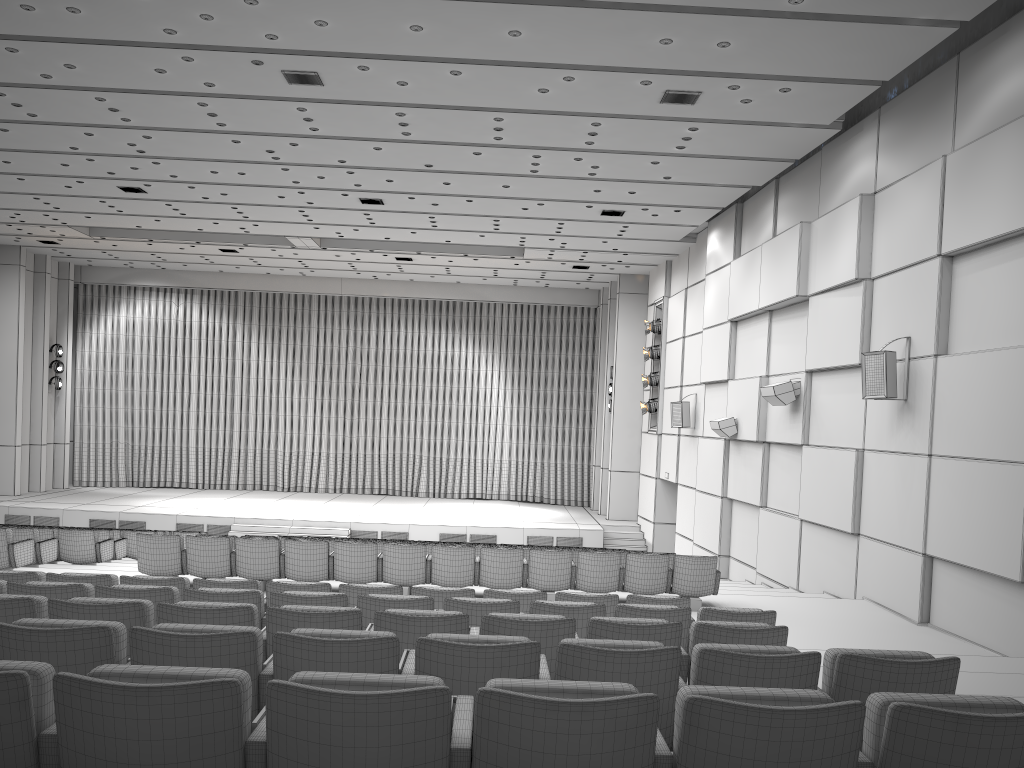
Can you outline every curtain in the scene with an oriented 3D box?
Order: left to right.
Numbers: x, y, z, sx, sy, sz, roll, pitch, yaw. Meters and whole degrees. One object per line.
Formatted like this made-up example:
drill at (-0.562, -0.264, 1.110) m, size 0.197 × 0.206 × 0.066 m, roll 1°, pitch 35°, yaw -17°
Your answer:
curtain at (-5.189, 0.224, 27.585) m, size 16.132 × 6.530 × 1.427 m, roll 2°, pitch 2°, yaw -1°

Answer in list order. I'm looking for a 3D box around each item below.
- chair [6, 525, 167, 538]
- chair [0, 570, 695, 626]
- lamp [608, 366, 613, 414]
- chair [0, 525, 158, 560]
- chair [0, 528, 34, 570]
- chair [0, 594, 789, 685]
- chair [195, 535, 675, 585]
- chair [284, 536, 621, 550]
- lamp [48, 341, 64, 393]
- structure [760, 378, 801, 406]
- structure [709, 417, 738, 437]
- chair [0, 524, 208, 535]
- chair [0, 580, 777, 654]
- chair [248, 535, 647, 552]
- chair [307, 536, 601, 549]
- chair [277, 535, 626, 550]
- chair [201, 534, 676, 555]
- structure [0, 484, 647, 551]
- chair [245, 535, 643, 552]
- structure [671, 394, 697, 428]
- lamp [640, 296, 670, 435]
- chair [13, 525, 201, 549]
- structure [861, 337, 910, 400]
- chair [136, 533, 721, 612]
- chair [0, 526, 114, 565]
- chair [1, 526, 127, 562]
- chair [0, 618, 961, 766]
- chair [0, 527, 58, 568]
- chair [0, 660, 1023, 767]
chair at (-9.023, 2.740, 15.512) m, size 6.050 × 0.622 × 0.612 m, roll 3°, pitch 0°, yaw -1°
chair at (-5.184, 1.665, 6.852) m, size 13.201 × 0.622 × 0.612 m, roll 3°, pitch 0°, yaw -1°
lamp at (2.859, 0.163, 24.345) m, size 0.437 × 1.480 × 0.384 m, roll 2°, pitch 2°, yaw -5°
chair at (-9.010, 2.548, 14.407) m, size 6.600 × 0.622 × 0.612 m, roll 3°, pitch 0°, yaw -1°
chair at (-8.889, 1.779, 9.991) m, size 6.600 × 0.622 × 0.612 m, roll 3°, pitch 0°, yaw -1°
chair at (-5.123, 1.281, 4.644) m, size 13.201 × 0.622 × 0.612 m, roll 3°, pitch 0°, yaw -1°
chair at (-0.936, 2.321, 11.280) m, size 6.050 × 0.622 × 0.612 m, roll 3°, pitch 0°, yaw -1°
chair at (-1.057, 3.090, 15.696) m, size 6.050 × 0.622 × 0.612 m, roll 3°, pitch 0°, yaw -1°
lamp at (-13.010, -0.486, 25.172) m, size 0.436 × 1.480 × 0.385 m, roll 3°, pitch 2°, yaw 3°
structure at (4.053, 0.117, 13.321) m, size 0.471 × 0.418 × 0.519 m, roll 2°, pitch -1°, yaw -5°
structure at (3.844, 0.745, 15.864) m, size 0.471 × 0.418 × 0.519 m, roll 2°, pitch -1°, yaw -4°
chair at (-9.049, 3.126, 17.727) m, size 6.050 × 0.622 × 0.612 m, roll 3°, pitch 0°, yaw -1°
chair at (-5.126, 1.474, 5.749) m, size 13.751 × 0.622 × 0.612 m, roll 3°, pitch 0°, yaw -1°
chair at (-1.044, 2.897, 14.592) m, size 6.600 × 0.622 × 0.612 m, roll 3°, pitch 0°, yaw -1°
chair at (-1.083, 3.476, 17.911) m, size 6.050 × 0.622 × 0.612 m, roll 3°, pitch 0°, yaw -1°
chair at (-1.105, 3.281, 16.800) m, size 6.600 × 0.622 × 0.612 m, roll 3°, pitch 0°, yaw -1°
chair at (-0.983, 2.512, 12.383) m, size 6.600 × 0.622 × 0.612 m, roll 3°, pitch 0°, yaw -1°
structure at (-5.232, 3.792, 24.565) m, size 17.820 × 0.846 × 8.314 m, roll 3°, pitch -2°, yaw -1°
chair at (-0.996, 2.705, 13.488) m, size 6.050 × 0.622 × 0.612 m, roll 3°, pitch 0°, yaw -1°
structure at (3.616, 0.563, 18.615) m, size 0.411 × 0.745 × 0.408 m, roll 2°, pitch 1°, yaw -44°
lamp at (3.579, -0.428, 21.785) m, size 0.756 × 3.345 × 1.020 m, roll 2°, pitch 2°, yaw -5°
chair at (-9.071, 2.932, 16.615) m, size 6.600 × 0.622 × 0.612 m, roll 3°, pitch 0°, yaw -1°
structure at (4.319, -0.183, 10.236) m, size 0.411 × 0.745 × 0.408 m, roll 2°, pitch 1°, yaw -44°
chair at (-0.923, 2.128, 10.175) m, size 6.601 × 0.622 × 0.612 m, roll 3°, pitch 0°, yaw -1°
chair at (-8.950, 2.163, 12.199) m, size 6.600 × 0.622 × 0.612 m, roll 3°, pitch 0°, yaw -1°
chair at (-8.963, 2.356, 13.304) m, size 6.050 × 0.622 × 0.612 m, roll 3°, pitch 0°, yaw -1°
chair at (-5.066, 1.090, 3.541) m, size 13.751 × 0.622 × 0.612 m, roll 3°, pitch 0°, yaw -1°
chair at (-8.902, 1.972, 11.095) m, size 6.050 × 0.622 × 0.612 m, roll 3°, pitch 0°, yaw -1°
chair at (-5.062, 0.896, 2.436) m, size 13.201 × 0.622 × 0.612 m, roll 3°, pitch 0°, yaw -1°
